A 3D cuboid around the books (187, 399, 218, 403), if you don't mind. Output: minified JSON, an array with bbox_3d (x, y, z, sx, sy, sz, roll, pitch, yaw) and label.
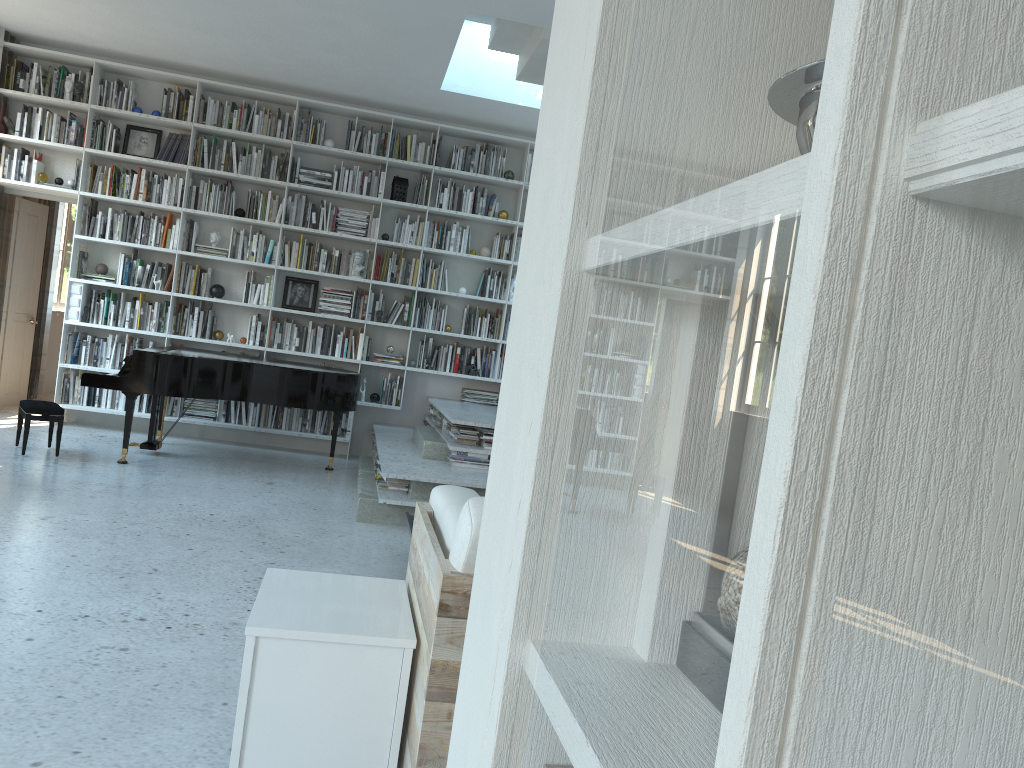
[{"bbox_3d":[-2.795,0.148,8.023,0.254,0.006,0.160,8,2,-10],"label":"books"}]

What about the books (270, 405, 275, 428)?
[{"bbox_3d":[-2.183,0.230,8.126,0.012,0.337,0.144,8,3,-10],"label":"books"}]

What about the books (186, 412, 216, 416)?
[{"bbox_3d":[-2.809,0.263,8.021,0.254,0.007,0.160,8,2,-14],"label":"books"}]

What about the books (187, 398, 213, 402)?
[{"bbox_3d":[-2.794,0.143,8.023,0.254,0.006,0.160,8,2,-10],"label":"books"}]

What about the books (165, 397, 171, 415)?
[{"bbox_3d":[-3.090,0.176,7.973,0.025,0.198,0.160,8,2,-10],"label":"books"}]

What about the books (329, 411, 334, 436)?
[{"bbox_3d":[-1.668,0.341,8.218,0.011,0.258,0.171,8,3,-10],"label":"books"}]

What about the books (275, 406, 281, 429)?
[{"bbox_3d":[-2.141,0.281,8.149,0.022,0.247,0.143,8,3,-10],"label":"books"}]

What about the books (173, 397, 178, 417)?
[{"bbox_3d":[-3.011,0.171,7.976,0.023,0.232,0.164,8,3,-10],"label":"books"}]

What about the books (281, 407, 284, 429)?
[{"bbox_3d":[-2.101,0.282,8.158,0.012,0.255,0.150,8,3,-10],"label":"books"}]

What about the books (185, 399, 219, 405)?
[{"bbox_3d":[-2.795,0.159,8.017,0.285,0.005,0.159,8,2,-13],"label":"books"}]

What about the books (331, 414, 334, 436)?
[{"bbox_3d":[-1.658,0.376,8.232,0.024,0.191,0.154,8,2,-10],"label":"books"}]

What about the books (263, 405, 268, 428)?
[{"bbox_3d":[-2.243,0.241,8.107,0.014,0.301,0.184,8,3,-10],"label":"books"}]

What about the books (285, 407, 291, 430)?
[{"bbox_3d":[-2.059,0.318,8.173,0.030,0.197,0.143,8,3,-10],"label":"books"}]

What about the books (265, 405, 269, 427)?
[{"bbox_3d":[-2.230,0.222,8.125,0.014,0.340,0.139,8,3,-10],"label":"books"}]

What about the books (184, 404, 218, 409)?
[{"bbox_3d":[-2.804,0.196,8.021,0.285,0.005,0.159,8,2,-12],"label":"books"}]

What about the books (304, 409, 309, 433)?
[{"bbox_3d":[-1.882,0.272,8.172,0.014,0.336,0.182,8,3,-10],"label":"books"}]

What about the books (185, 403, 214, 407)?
[{"bbox_3d":[-2.803,0.185,8.023,0.285,0.005,0.159,8,2,-9],"label":"books"}]

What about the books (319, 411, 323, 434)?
[{"bbox_3d":[-1.759,0.311,8.197,0.011,0.293,0.184,8,3,-10],"label":"books"}]

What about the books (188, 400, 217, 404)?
[{"bbox_3d":[-2.794,0.154,8.013,0.254,0.006,0.160,8,2,-15],"label":"books"}]

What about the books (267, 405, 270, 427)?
[{"bbox_3d":[-2.226,0.263,8.142,0.010,0.259,0.131,8,3,-10],"label":"books"}]

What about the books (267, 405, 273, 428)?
[{"bbox_3d":[-2.207,0.264,8.135,0.025,0.264,0.144,8,3,-10],"label":"books"}]

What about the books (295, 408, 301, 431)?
[{"bbox_3d":[-1.969,0.298,8.178,0.028,0.261,0.132,8,3,-10],"label":"books"}]

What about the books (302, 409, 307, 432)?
[{"bbox_3d":[-1.910,0.330,8.181,0.022,0.213,0.167,8,2,-10],"label":"books"}]

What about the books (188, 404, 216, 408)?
[{"bbox_3d":[-2.804,0.191,8.023,0.254,0.006,0.160,8,2,-11],"label":"books"}]

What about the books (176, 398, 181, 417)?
[{"bbox_3d":[-2.989,0.176,7.989,0.027,0.227,0.139,8,3,-10],"label":"books"}]

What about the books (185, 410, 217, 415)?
[{"bbox_3d":[-2.809,0.256,8.024,0.285,0.007,0.159,8,2,-8],"label":"books"}]

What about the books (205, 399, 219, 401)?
[{"bbox_3d":[-2.790,0.127,8.011,0.285,0.005,0.159,8,2,-5],"label":"books"}]

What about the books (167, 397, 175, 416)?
[{"bbox_3d":[-3.052,0.189,7.973,0.053,0.184,0.148,8,2,-10],"label":"books"}]

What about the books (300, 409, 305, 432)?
[{"bbox_3d":[-1.921,0.293,8.171,0.013,0.285,0.184,8,3,-10],"label":"books"}]

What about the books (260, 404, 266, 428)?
[{"bbox_3d":[-2.265,0.260,8.104,0.026,0.256,0.183,8,3,-10],"label":"books"}]

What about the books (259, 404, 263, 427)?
[{"bbox_3d":[-2.289,0.266,8.125,0.010,0.238,0.134,8,3,-10],"label":"books"}]

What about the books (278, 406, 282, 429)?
[{"bbox_3d":[-2.124,0.288,8.149,0.012,0.239,0.128,8,3,-10],"label":"books"}]

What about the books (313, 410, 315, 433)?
[{"bbox_3d":[-1.833,0.341,8.212,0.040,0.212,0.129,8,3,-10],"label":"books"}]

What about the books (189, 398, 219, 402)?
[{"bbox_3d":[-2.793,0.137,8.024,0.285,0.005,0.159,8,2,-10],"label":"books"}]

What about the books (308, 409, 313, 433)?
[{"bbox_3d":[-1.859,0.312,8.197,0.024,0.262,0.131,8,3,-10],"label":"books"}]

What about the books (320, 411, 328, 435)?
[{"bbox_3d":[-1.733,0.336,8.193,0.044,0.251,0.186,8,2,-10],"label":"books"}]

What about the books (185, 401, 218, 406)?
[{"bbox_3d":[-2.799,0.170,8.015,0.285,0.005,0.159,8,2,-14],"label":"books"}]

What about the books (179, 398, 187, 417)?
[{"bbox_3d":[-2.959,0.152,7.993,0.027,0.282,0.129,8,3,-10],"label":"books"}]

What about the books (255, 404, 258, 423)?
[{"bbox_3d":[-2.325,0.261,8.122,0.021,0.238,0.115,8,3,-10],"label":"books"}]

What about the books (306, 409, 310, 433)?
[{"bbox_3d":[-1.872,0.298,8.177,0.014,0.288,0.184,8,3,-10],"label":"books"}]

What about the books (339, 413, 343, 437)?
[{"bbox_3d":[-1.585,0.353,8.236,0.013,0.256,0.176,8,3,-10],"label":"books"}]

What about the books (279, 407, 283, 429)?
[{"bbox_3d":[-2.111,0.271,8.155,0.012,0.276,0.154,8,3,-10],"label":"books"}]

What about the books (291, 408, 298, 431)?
[{"bbox_3d":[-2.000,0.307,8.174,0.030,0.235,0.138,8,3,-10],"label":"books"}]

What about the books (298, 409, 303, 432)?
[{"bbox_3d":[-1.947,0.330,8.183,0.024,0.203,0.144,8,3,-10],"label":"books"}]

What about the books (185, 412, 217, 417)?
[{"bbox_3d":[-2.810,0.270,8.018,0.285,0.007,0.159,8,2,-5],"label":"books"}]

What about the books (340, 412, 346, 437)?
[{"bbox_3d":[-1.567,0.375,8.235,0.029,0.218,0.190,8,2,-10],"label":"books"}]

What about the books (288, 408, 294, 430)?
[{"bbox_3d":[-2.022,0.274,8.165,0.026,0.294,0.155,8,3,-10],"label":"books"}]

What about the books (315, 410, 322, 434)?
[{"bbox_3d":[-1.784,0.349,8.194,0.029,0.210,0.170,8,2,-10],"label":"books"}]

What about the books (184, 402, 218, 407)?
[{"bbox_3d":[-2.802,0.180,8.023,0.285,0.005,0.159,8,2,-11],"label":"books"}]

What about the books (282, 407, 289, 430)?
[{"bbox_3d":[-2.081,0.311,8.138,0.028,0.206,0.174,8,2,-10],"label":"books"}]

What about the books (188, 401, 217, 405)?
[{"bbox_3d":[-2.796,0.165,8.016,0.254,0.006,0.160,8,2,-6],"label":"books"}]

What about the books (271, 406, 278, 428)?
[{"bbox_3d":[-2.162,0.246,8.132,0.034,0.311,0.169,8,3,-10],"label":"books"}]

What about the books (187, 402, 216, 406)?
[{"bbox_3d":[-2.802,0.174,8.024,0.254,0.006,0.160,8,2,-10],"label":"books"}]

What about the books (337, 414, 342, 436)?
[{"bbox_3d":[-1.609,0.364,8.241,0.028,0.228,0.161,8,3,-10],"label":"books"}]

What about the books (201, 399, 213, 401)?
[{"bbox_3d":[-2.792,0.132,8.021,0.254,0.006,0.160,8,2,-9],"label":"books"}]

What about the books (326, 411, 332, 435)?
[{"bbox_3d":[-1.691,0.347,8.229,0.028,0.239,0.140,8,3,-10],"label":"books"}]

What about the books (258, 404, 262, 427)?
[{"bbox_3d":[-2.298,0.256,8.119,0.012,0.254,0.160,8,3,-10],"label":"books"}]

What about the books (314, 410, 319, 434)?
[{"bbox_3d":[-1.803,0.349,8.185,0.010,0.206,0.179,8,2,-10],"label":"books"}]

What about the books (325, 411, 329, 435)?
[{"bbox_3d":[-1.702,0.307,8.200,0.013,0.317,0.186,8,3,-10],"label":"books"}]
